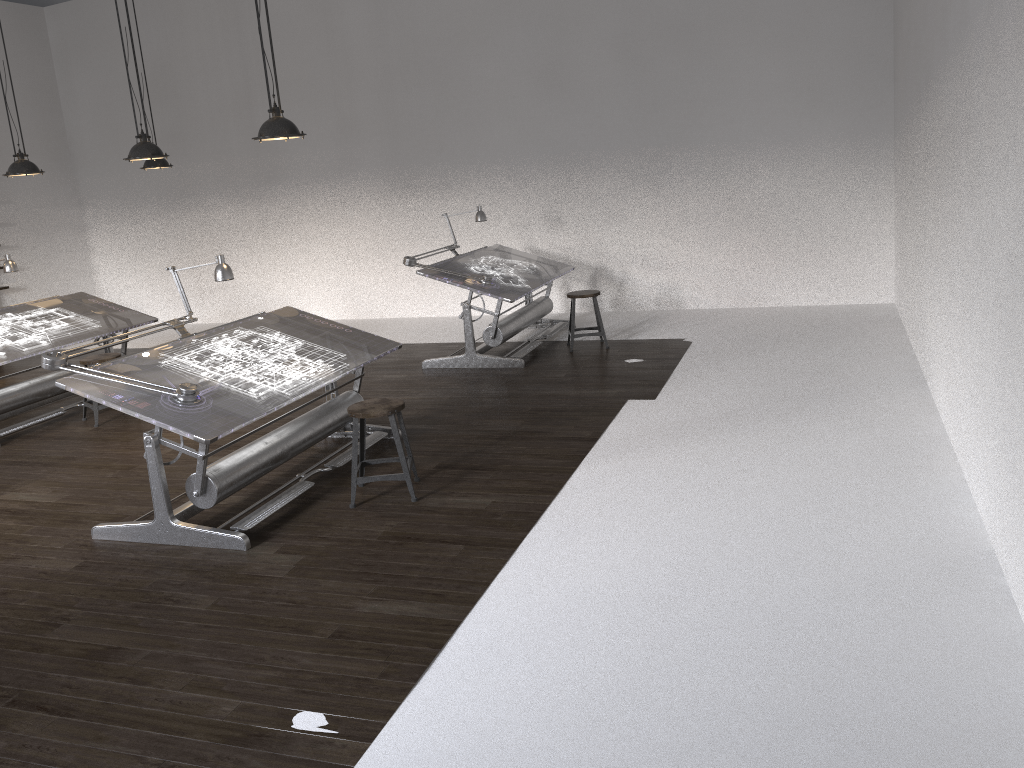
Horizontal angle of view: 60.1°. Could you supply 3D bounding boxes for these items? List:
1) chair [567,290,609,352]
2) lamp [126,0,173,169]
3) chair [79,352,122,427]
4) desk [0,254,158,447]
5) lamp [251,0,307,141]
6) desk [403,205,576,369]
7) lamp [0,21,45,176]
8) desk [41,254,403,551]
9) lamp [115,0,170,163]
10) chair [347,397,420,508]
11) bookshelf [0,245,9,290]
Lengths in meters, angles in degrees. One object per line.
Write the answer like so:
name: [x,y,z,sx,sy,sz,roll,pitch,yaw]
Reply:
chair: [0.689,-0.598,8.313,0.372,0.523,0.362,-5,12,-1]
lamp: [-3.577,-3.202,8.452,0.313,2.230,0.314,-5,11,0]
chair: [-3.315,0.035,7.233,0.374,0.523,0.359,-16,16,-40]
desk: [-4.158,-0.408,7.527,1.076,1.372,2.092,-1,14,20]
lamp: [-1.444,-2.508,4.907,0.313,2.230,0.314,-5,11,0]
desk: [-0.172,-1.037,8.596,1.076,1.372,2.092,-1,14,20]
lamp: [-4.085,-2.798,7.021,0.313,2.230,0.313,6,16,44]
desk: [-1.589,-0.069,5.240,1.076,1.372,2.092,-1,14,20]
lamp: [-2.702,-2.685,6.094,0.313,2.243,0.313,6,16,44]
chair: [-0.731,0.372,4.953,0.372,0.523,0.362,-5,12,-1]
bookshelf: [-7.874,-0.072,6.755,0.373,3.174,9.279,-1,14,20]
